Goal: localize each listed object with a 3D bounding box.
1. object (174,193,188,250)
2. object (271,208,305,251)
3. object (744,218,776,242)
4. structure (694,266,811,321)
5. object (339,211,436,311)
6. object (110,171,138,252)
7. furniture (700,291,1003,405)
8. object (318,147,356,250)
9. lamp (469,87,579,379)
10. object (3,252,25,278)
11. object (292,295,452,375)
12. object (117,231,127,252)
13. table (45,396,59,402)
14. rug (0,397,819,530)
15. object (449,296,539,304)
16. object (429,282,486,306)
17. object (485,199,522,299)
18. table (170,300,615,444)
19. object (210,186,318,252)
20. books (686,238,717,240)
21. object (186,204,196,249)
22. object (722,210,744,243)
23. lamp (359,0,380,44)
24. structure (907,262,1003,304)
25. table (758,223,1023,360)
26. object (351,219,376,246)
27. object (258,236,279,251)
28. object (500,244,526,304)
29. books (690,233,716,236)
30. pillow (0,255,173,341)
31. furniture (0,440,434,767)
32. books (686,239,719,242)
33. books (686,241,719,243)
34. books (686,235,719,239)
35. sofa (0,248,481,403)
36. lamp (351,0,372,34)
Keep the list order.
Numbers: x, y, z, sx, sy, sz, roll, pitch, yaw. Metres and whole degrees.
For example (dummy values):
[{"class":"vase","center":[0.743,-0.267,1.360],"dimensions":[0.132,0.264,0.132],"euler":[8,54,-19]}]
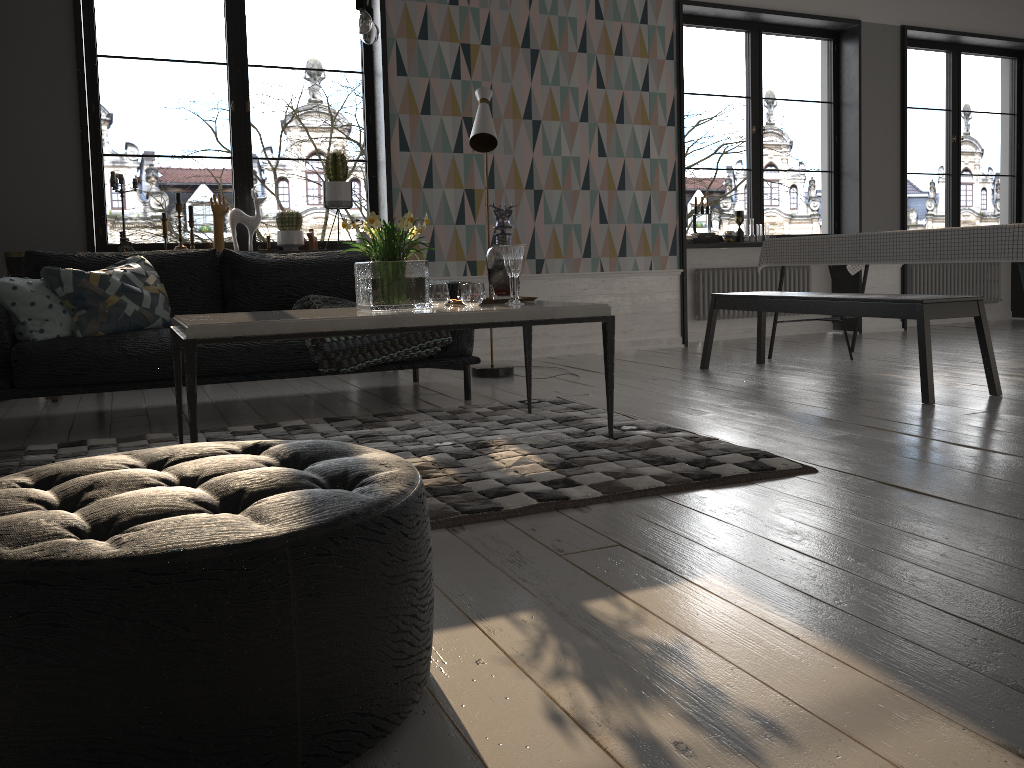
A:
[{"class":"object","center":[-2.030,-0.989,5.405],"dimensions":[0.123,0.373,0.123],"euler":[-3,4,-19]},{"class":"object","center":[-1.439,-1.004,5.727],"dimensions":[0.213,0.281,0.235],"euler":[3,7,40]},{"class":"object","center":[2.001,-1.248,7.200],"dimensions":[0.268,0.191,0.154],"euler":[-4,6,-24]},{"class":"structure","center":[2.027,-0.766,7.387],"dimensions":[1.225,0.426,0.149],"euler":[-5,5,-26]},{"class":"object","center":[-0.454,-0.447,3.220],"dimensions":[0.352,0.349,0.326],"euler":[-4,6,-21]},{"class":"object","center":[-2.328,-1.019,5.270],"dimensions":[0.162,0.488,0.145],"euler":[-1,4,12]},{"class":"furniture","center":[1.685,-0.246,4.696],"dimensions":[0.466,0.453,1.677],"euler":[-4,8,-24]},{"class":"object","center":[-1.132,-1.208,5.739],"dimensions":[0.229,0.667,0.236],"euler":[1,5,37]},{"class":"lamp","center":[-0.096,-0.931,5.525],"dimensions":[0.681,1.694,1.251],"euler":[-4,5,-25]},{"class":"object","center":[-2.631,-0.625,4.725],"dimensions":[0.138,0.159,0.142],"euler":[0,6,14]},{"class":"object","center":[-0.696,-0.258,4.267],"dimensions":[0.668,0.327,0.492],"euler":[-5,7,-28]},{"class":"object","center":[-2.357,-0.861,5.354],"dimensions":[0.084,0.150,0.085],"euler":[-3,5,-20]},{"class":"table","center":[-2.820,-0.230,4.703],"dimensions":[0.743,0.676,0.340],"euler":[-4,5,-24]},{"class":"rug","center":[-0.573,0.258,3.004],"dimensions":[2.530,0.034,1.778],"euler":[-5,8,-24]},{"class":"object","center":[-0.082,-0.341,3.599],"dimensions":[0.319,0.015,0.248],"euler":[-5,8,-24]},{"class":"object","center":[-0.166,-0.356,3.494],"dimensions":[0.280,0.087,0.247],"euler":[5,10,44]},{"class":"object","center":[-0.034,-0.547,3.622],"dimensions":[0.148,0.415,0.156],"euler":[-2,4,-4]},{"class":"table","center":[-0.438,-0.015,3.223],"dimensions":[1.458,0.508,0.735],"euler":[-5,7,-24]},{"class":"object","center":[-1.565,-1.043,5.617],"dimensions":[0.663,0.408,0.135],"euler":[-4,5,-23]},{"class":"books","center":[1.475,-1.142,6.972],"dimensions":[0.216,0.011,0.175],"euler":[-4,8,-18]},{"class":"object","center":[-1.985,-0.963,5.482],"dimensions":[0.075,0.299,0.076],"euler":[-1,4,7]},{"class":"object","center":[1.778,-1.260,7.089],"dimensions":[0.194,0.255,0.115],"euler":[-3,5,-14]},{"class":"lamp","center":[0.004,-1.954,2.762],"dimensions":[1.397,1.529,0.074],"euler":[2,5,35]},{"class":"structure","center":[4.169,-0.951,8.332],"dimensions":[1.225,0.426,0.149],"euler":[-5,5,-26]},{"class":"table","center":[2.389,-0.476,5.030],"dimensions":[0.933,0.780,2.035],"euler":[-4,8,-24]},{"class":"object","center":[-0.958,-0.988,5.800],"dimensions":[0.171,0.202,0.247],"euler":[-4,6,-21]},{"class":"object","center":[-1.546,-0.893,5.624],"dimensions":[0.123,0.098,0.123],"euler":[-2,6,-1]},{"class":"object","center":[0.006,-0.423,3.416],"dimensions":[0.082,0.226,0.168],"euler":[-3,5,-12]},{"class":"books","center":[1.503,-1.179,6.971],"dimensions":[0.154,0.016,0.124],"euler":[-5,8,-22]},{"class":"pillow","center":[-1.919,-0.389,3.976],"dimensions":[0.801,0.360,0.444],"euler":[-8,9,-41]},{"class":"furniture","center":[-0.489,0.309,1.350],"dimensions":[0.737,0.355,0.738],"euler":[-7,8,-37]},{"class":"books","center":[1.466,-1.128,6.974],"dimensions":[0.272,0.019,0.184],"euler":[-5,8,-24]},{"class":"books","center":[1.467,-1.112,6.967],"dimensions":[0.268,0.011,0.162],"euler":[-4,8,-21]},{"class":"books","center":[1.499,-1.160,6.975],"dimensions":[0.198,0.022,0.163],"euler":[-5,8,-23]},{"class":"sofa","center":[-1.368,-0.266,4.287],"dimensions":[2.344,0.794,0.974],"euler":[-5,7,-24]},{"class":"lamp","center":[0.000,-1.936,2.623],"dimensions":[1.397,1.529,0.074],"euler":[2,5,35]}]
